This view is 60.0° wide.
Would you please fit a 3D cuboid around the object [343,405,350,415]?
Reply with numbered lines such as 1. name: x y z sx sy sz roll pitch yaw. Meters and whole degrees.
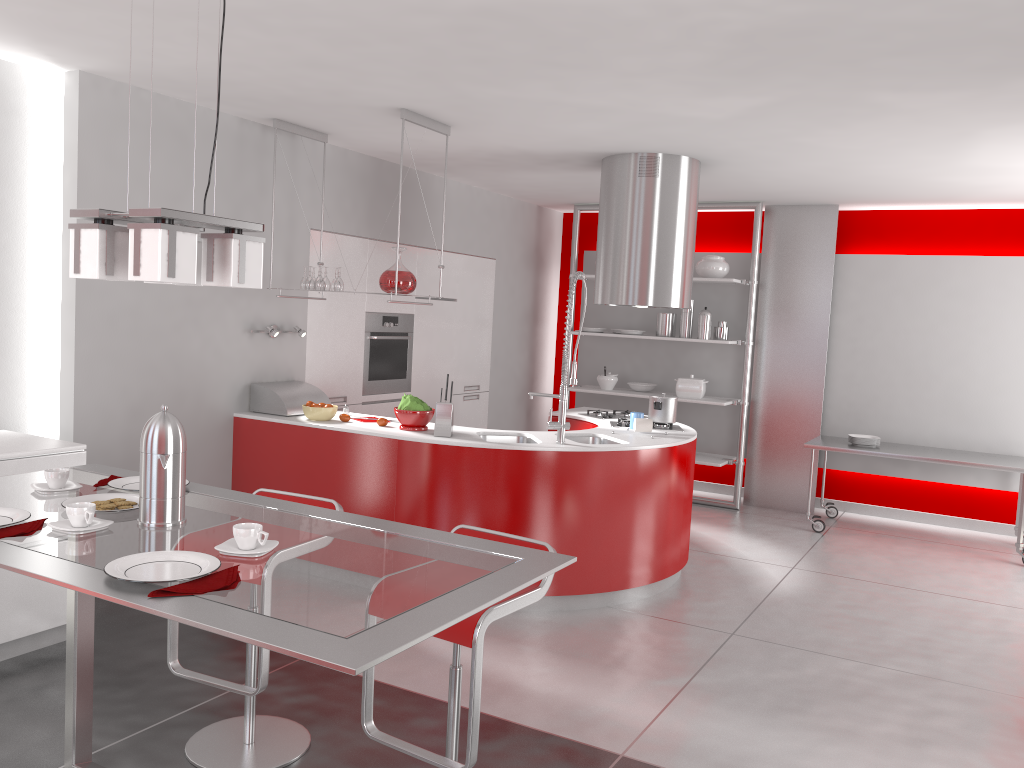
1. object: -1.019 0.160 5.448 0.043 0.066 0.042 7 6 42

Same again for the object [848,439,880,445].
1. object: 2.747 0.459 6.925 0.228 0.020 0.228 4 4 10

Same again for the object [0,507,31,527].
1. object: -1.232 0.315 2.044 0.217 0.015 0.217 3 4 4

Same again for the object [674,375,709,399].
1. object: 1.557 0.017 7.706 0.282 0.197 0.235 5 5 19

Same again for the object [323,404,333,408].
1. object: -1.069 0.141 5.156 0.066 0.049 0.062 6 5 36

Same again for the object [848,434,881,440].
1. object: 2.749 0.419 6.922 0.228 0.020 0.228 4 4 10

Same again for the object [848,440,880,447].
1. object: 2.746 0.469 6.926 0.228 0.020 0.228 4 4 10

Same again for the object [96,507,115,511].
1. object: -1.021 0.313 2.230 0.034 0.006 0.036 6 5 33

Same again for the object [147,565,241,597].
1. object: -0.570 0.379 1.687 0.095 0.012 0.234 5 5 27

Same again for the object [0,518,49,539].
1. object: -1.112 0.328 1.975 0.095 0.012 0.234 5 5 27

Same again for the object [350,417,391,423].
1. object: -0.853 0.212 5.280 0.168 0.006 0.266 0 5 -35

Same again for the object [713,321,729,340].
1. object: 1.795 -0.456 7.607 0.127 0.157 0.127 7 6 39

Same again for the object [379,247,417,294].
1. object: -0.644 -0.641 5.026 0.213 0.266 0.213 0 5 -33

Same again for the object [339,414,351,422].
1. object: -0.970 0.197 5.144 0.065 0.047 0.063 5 5 28

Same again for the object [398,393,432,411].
1. object: -0.536 0.144 4.954 0.198 0.182 0.193 6 5 34

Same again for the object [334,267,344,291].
1. object: -1.005 -0.607 5.155 0.060 0.141 0.060 5 5 29

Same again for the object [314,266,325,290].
1. object: -1.111 -0.610 5.118 0.060 0.141 0.060 3 4 5

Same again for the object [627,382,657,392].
1. object: 1.175 0.034 8.021 0.272 0.072 0.272 3 4 -7

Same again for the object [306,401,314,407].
1. object: -1.175 0.128 5.187 0.055 0.058 0.066 4 5 14

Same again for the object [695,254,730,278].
1. object: 1.719 -1.004 7.604 0.287 0.222 0.287 2 5 -17

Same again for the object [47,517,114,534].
1. object: -0.996 0.328 2.049 0.119 0.016 0.119 5 5 26

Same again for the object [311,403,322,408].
1. object: -1.132 0.138 5.144 0.065 0.052 0.062 4 5 13

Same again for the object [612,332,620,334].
1. object: 1.021 -0.464 8.115 0.280 0.015 0.280 1 5 -24

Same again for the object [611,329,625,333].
1. object: 1.022 -0.477 8.114 0.244 0.042 0.244 5 5 20

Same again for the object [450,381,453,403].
1. object: -0.334 0.127 4.801 0.012 0.279 0.130 3 4 0

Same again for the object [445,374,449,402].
1. object: -0.360 0.109 4.810 0.014 0.322 0.150 3 4 0

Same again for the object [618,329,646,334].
1. object: 1.057 -0.453 7.826 0.244 0.042 0.244 4 4 13

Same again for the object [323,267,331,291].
1. object: -1.093 -0.615 5.201 0.060 0.141 0.060 5 5 29

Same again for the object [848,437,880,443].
1. object: 2.748 0.439 6.924 0.228 0.020 0.228 4 4 10

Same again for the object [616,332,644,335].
1. object: 1.057 -0.440 7.827 0.280 0.015 0.280 0 5 -32

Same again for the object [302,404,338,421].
1. object: -1.117 0.169 5.157 0.201 0.086 0.201 6 5 30

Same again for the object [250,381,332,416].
1. object: -1.352 0.083 5.458 0.300 0.170 0.400 5 5 29

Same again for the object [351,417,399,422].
1. object: -0.797 0.209 5.270 0.375 0.008 0.041 3 4 5

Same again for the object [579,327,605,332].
1. object: 0.731 -0.486 8.020 0.244 0.042 0.244 4 4 13

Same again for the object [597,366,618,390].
1. object: 0.864 -0.055 8.020 0.192 0.214 0.192 4 5 15

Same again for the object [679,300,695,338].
1. object: 1.500 -0.558 7.606 0.109 0.329 0.110 5 5 26

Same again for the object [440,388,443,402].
1. object: -0.388 0.121 4.802 0.009 0.197 0.091 3 4 0

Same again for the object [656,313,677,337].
1. object: 1.340 -0.516 7.746 0.184 0.205 0.172 6 5 34

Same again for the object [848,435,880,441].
1. object: 2.748 0.429 6.923 0.228 0.020 0.228 4 4 10

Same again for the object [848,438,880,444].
1. object: 2.747 0.449 6.924 0.228 0.020 0.228 4 4 10

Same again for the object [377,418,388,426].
1. object: -0.736 0.215 5.040 0.064 0.048 0.063 4 4 7

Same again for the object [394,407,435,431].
1. object: -0.548 0.196 4.963 0.229 0.118 0.228 3 4 0

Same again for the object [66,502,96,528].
1. object: -0.992 0.304 2.040 0.062 0.049 0.078 1 5 -21

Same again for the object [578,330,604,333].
1. object: 0.730 -0.472 8.021 0.280 0.015 0.280 1 5 -24

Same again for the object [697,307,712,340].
1. object: 1.627 -0.514 7.483 0.115 0.274 0.115 5 5 21

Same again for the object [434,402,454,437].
1. object: -0.366 0.186 4.788 0.091 0.178 0.137 3 4 2

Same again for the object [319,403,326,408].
1. object: -1.115 0.135 5.204 0.066 0.049 0.062 5 5 25
